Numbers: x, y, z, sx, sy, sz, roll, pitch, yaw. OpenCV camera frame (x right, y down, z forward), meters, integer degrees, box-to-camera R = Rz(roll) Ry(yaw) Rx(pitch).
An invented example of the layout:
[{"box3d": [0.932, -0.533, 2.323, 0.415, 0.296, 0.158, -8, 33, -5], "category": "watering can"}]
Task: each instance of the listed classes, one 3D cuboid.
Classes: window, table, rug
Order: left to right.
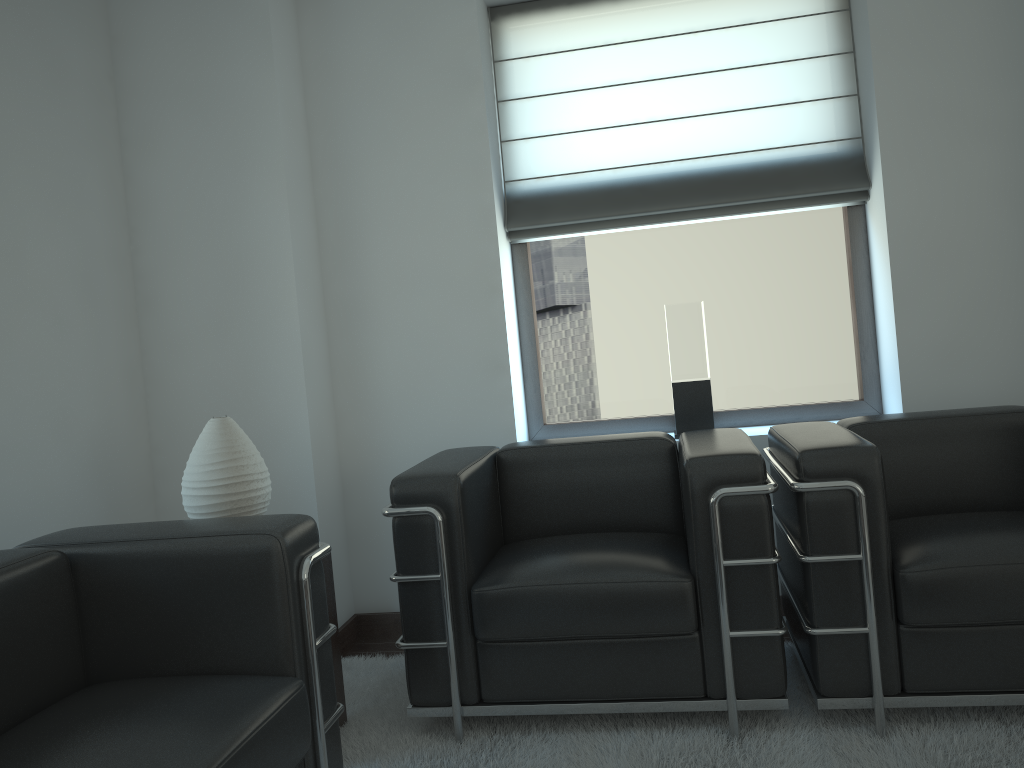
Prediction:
[{"box3d": [-1.225, 1.210, 3.888, 0.786, 0.844, 0.527, -5, 1, 10], "category": "table"}, {"box3d": [1.039, -1.081, 5.476, 2.131, 2.731, 0.146, -5, 1, 10], "category": "window"}, {"box3d": [0.374, 1.549, 1.554, 5.166, 0.110, 6.260, -5, 3, 10], "category": "rug"}]

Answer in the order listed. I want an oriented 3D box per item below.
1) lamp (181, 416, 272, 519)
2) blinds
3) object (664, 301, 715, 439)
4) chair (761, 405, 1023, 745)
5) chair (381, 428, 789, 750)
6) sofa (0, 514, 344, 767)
[{"box3d": [-1.238, 0.464, 3.852, 0.374, 0.654, 0.375, -4, 2, 39], "category": "lamp"}, {"box3d": [0.956, -1.696, 5.301, 2.122, 1.476, 0.222, -5, 1, 10], "category": "blinds"}, {"box3d": [1.039, -0.085, 5.189, 0.243, 0.776, 0.239, -5, 1, 10], "category": "object"}, {"box3d": [2.021, 0.737, 3.838, 1.645, 1.170, 1.125, -5, 2, 10], "category": "chair"}, {"box3d": [0.368, 0.878, 4.127, 1.645, 1.170, 1.125, -5, 2, 10], "category": "chair"}, {"box3d": [-1.396, 1.160, 1.565, 1.123, 1.169, 3.481, -5, 2, 10], "category": "sofa"}]
